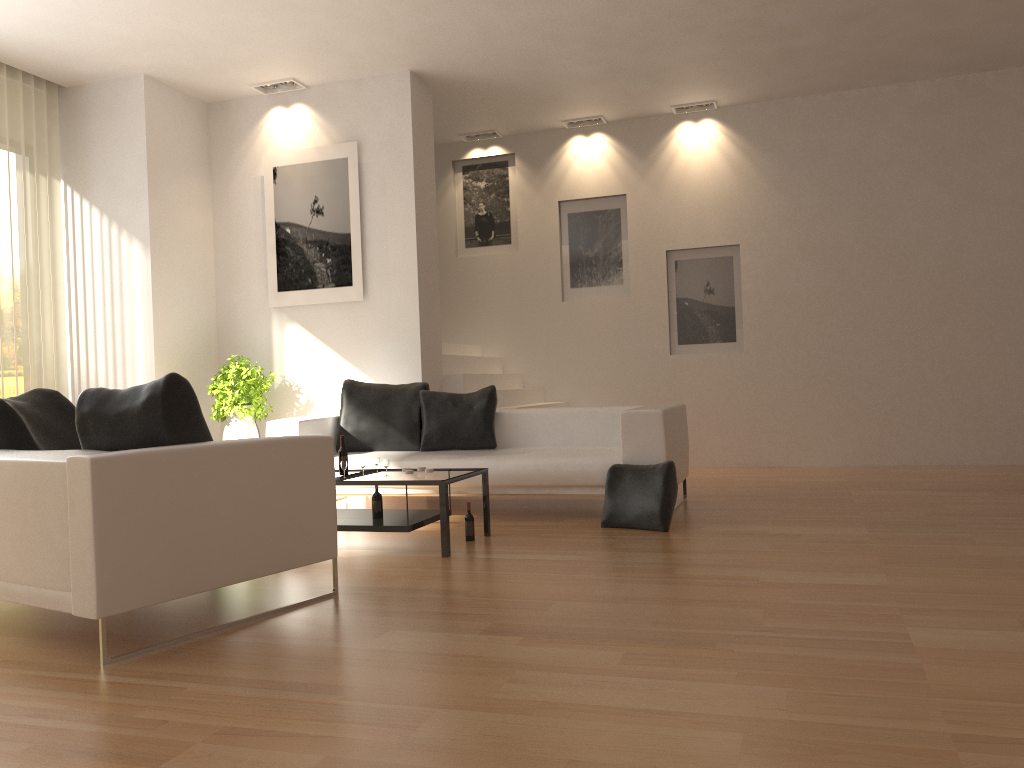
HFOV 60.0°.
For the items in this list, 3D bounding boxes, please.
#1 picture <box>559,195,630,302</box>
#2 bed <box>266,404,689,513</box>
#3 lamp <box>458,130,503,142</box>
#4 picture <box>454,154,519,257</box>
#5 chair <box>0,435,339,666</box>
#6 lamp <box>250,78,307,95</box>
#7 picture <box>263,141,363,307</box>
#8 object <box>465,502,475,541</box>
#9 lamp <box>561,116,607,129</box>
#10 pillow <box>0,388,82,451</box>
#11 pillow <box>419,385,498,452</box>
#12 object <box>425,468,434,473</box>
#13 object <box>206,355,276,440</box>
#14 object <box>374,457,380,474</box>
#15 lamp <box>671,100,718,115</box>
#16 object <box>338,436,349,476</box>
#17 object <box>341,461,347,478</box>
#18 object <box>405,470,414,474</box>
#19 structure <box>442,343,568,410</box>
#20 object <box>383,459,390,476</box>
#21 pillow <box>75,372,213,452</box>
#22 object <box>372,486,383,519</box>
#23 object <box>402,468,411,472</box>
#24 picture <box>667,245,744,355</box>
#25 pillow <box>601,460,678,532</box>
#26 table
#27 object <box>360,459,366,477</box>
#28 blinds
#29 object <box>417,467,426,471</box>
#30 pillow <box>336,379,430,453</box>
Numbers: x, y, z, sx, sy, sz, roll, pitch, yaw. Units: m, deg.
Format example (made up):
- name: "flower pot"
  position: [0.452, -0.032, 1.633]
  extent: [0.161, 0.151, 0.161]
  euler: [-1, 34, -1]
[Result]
- name: "picture"
  position: [0.912, -1.484, 9.750]
  extent: [0.802, 1.155, 0.005]
  euler: [-2, 0, 18]
- name: "bed"
  position: [-0.259, 0.586, 6.864]
  extent: [3.075, 0.761, 1.262]
  euler: [-2, 0, 18]
- name: "lamp"
  position: [-0.353, -2.854, 9.943]
  extent: [0.446, 0.166, 0.243]
  euler: [-2, 0, 18]
- name: "picture"
  position: [-0.295, -2.033, 10.140]
  extent: [0.802, 1.155, 0.005]
  euler: [-2, 0, 18]
- name: "chair"
  position: [-1.815, 0.641, 4.100]
  extent: [1.671, 0.761, 1.262]
  euler: [-2, 0, 33]
- name: "lamp"
  position: [-2.135, -2.788, 8.096]
  extent: [0.446, 0.166, 0.243]
  euler: [-2, 0, 18]
- name: "picture"
  position: [-1.828, -1.448, 8.115]
  extent: [0.979, 1.431, 0.004]
  euler: [-2, 0, 18]
- name: "object"
  position: [-0.261, 0.845, 5.424]
  extent: [0.059, 0.244, 0.059]
  euler: [-2, 0, -5]
- name: "lamp"
  position: [0.777, -2.899, 9.571]
  extent: [0.446, 0.166, 0.243]
  euler: [-2, 0, 18]
- name: "pillow"
  position: [-2.309, 0.316, 4.351]
  extent: [0.291, 0.598, 0.660]
  euler: [-2, 0, 7]
- name: "pillow"
  position: [-0.425, 0.280, 7.089]
  extent: [0.628, 0.524, 0.270]
  euler: [-2, 0, 2]
- name: "object"
  position: [-0.501, 0.524, 5.367]
  extent: [0.052, 0.021, 0.052]
  euler: [-2, 0, -4]
- name: "object"
  position: [-2.422, 0.393, 7.974]
  extent: [0.570, 1.324, 0.631]
  euler: [-2, 0, 33]
- name: "object"
  position: [-0.840, 0.505, 5.519]
  extent: [0.039, 0.101, 0.039]
  euler: [-2, 0, -24]
- name: "lamp"
  position: [1.891, -2.943, 9.205]
  extent: [0.446, 0.166, 0.243]
  euler: [-2, 0, 18]
- name: "object"
  position: [-1.047, 0.445, 5.498]
  extent: [0.057, 0.248, 0.057]
  euler: [-2, 0, 36]
- name: "object"
  position: [-1.002, 0.511, 5.291]
  extent: [0.039, 0.101, 0.039]
  euler: [-2, 0, -30]
- name: "object"
  position: [-0.617, 0.528, 5.322]
  extent: [0.052, 0.021, 0.052]
  euler: [-2, 0, 41]
- name: "structure"
  position: [-1.096, 0.297, 9.394]
  extent: [4.625, 1.403, 1.839]
  euler: [-2, 0, 18]
- name: "object"
  position: [-0.751, 0.501, 5.307]
  extent: [0.039, 0.101, 0.039]
  euler: [-2, 0, -24]
- name: "pillow"
  position: [-1.508, 0.290, 3.721]
  extent: [0.506, 0.666, 0.324]
  euler: [-2, 0, 8]
- name: "object"
  position: [-0.819, 0.710, 5.387]
  extent: [0.065, 0.217, 0.065]
  euler: [-2, 0, 0]
- name: "object"
  position: [-0.650, 0.530, 5.466]
  extent: [0.052, 0.021, 0.052]
  euler: [-2, 0, -4]
- name: "picture"
  position: [2.043, -0.878, 9.384]
  extent: [0.802, 1.155, 0.005]
  euler: [-2, 0, 18]
- name: "pillow"
  position: [0.837, 0.726, 5.720]
  extent: [0.503, 0.457, 0.340]
  euler: [-2, 0, 37]
- name: "table"
  position: [-0.993, 0.792, 5.487]
  extent: [1.566, 0.460, 0.709]
  euler: [-2, 0, 18]
- name: "object"
  position: [-0.899, 0.507, 5.350]
  extent: [0.039, 0.101, 0.039]
  euler: [-2, 0, -24]
- name: "blinds"
  position: [-4.234, -0.840, 7.243]
  extent: [0.143, 3.861, 1.409]
  euler: [-2, 0, 15]
- name: "object"
  position: [-0.560, 0.526, 5.496]
  extent: [0.052, 0.021, 0.052]
  euler: [-2, 0, -4]
- name: "pillow"
  position: [-1.049, 0.280, 7.272]
  extent: [0.755, 0.666, 0.346]
  euler: [-2, 0, 4]
